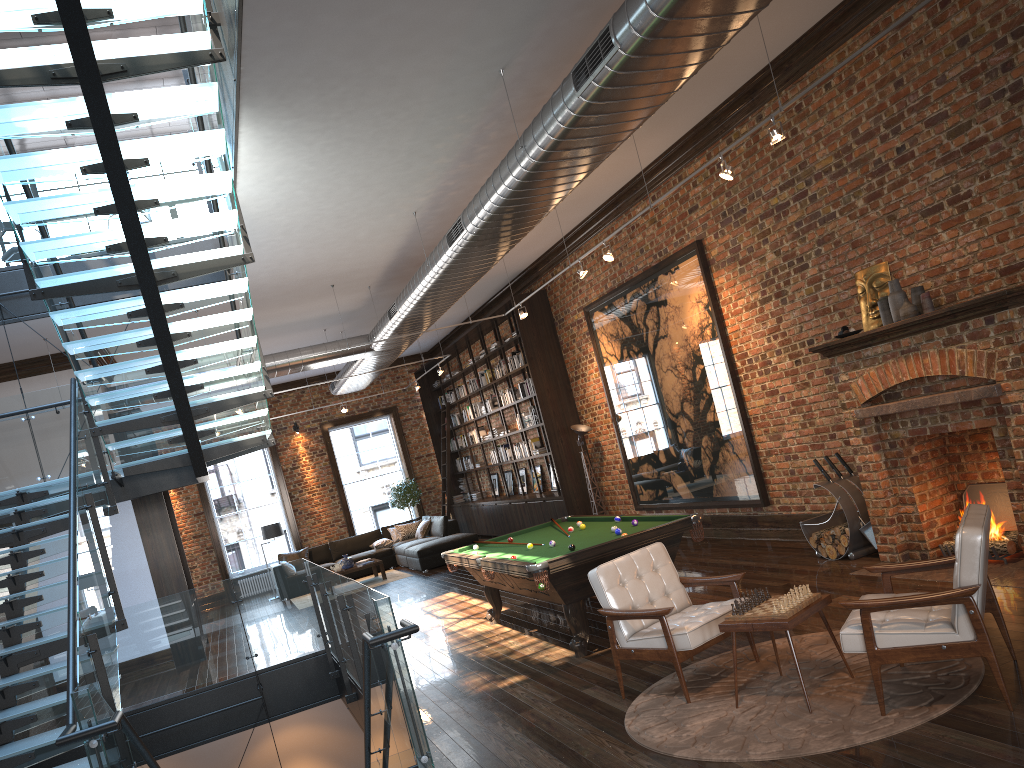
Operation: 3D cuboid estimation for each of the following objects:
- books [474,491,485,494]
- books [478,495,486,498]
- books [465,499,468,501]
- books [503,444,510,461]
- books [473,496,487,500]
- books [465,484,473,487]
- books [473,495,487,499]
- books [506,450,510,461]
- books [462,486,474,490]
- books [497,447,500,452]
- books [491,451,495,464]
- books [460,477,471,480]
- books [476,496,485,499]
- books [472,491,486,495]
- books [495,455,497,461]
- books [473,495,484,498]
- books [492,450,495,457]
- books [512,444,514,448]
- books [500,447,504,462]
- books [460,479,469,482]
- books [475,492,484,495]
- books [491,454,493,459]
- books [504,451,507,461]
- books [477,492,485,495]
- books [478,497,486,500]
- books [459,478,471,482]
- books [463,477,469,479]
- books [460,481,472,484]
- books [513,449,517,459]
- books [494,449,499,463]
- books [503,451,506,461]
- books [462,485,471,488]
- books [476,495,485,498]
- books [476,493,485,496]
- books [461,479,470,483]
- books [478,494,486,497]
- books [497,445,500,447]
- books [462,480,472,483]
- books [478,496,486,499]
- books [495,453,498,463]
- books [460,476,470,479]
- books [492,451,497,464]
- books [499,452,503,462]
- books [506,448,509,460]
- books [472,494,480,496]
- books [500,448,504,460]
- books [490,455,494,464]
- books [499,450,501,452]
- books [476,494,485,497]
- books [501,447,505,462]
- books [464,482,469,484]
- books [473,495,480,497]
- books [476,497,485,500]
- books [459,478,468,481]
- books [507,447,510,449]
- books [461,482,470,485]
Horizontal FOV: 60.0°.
[{"bbox_3d":[-0.749,2.434,19.830,0.225,0.007,0.372,-13,-4,-17],"label":"books"},{"bbox_3d":[-0.725,2.523,19.831,0.227,0.008,0.332,-13,-4,-17],"label":"books"},{"bbox_3d":[-0.972,2.681,20.712,0.197,0.035,0.219,-14,-4,-16],"label":"books"},{"bbox_3d":[-0.047,1.322,17.222,0.185,0.317,0.015,-15,1,-18],"label":"books"},{"bbox_3d":[-0.714,2.552,19.832,0.225,0.007,0.371,-13,-4,-18],"label":"books"},{"bbox_3d":[-1.045,2.380,20.705,0.189,0.009,0.359,-13,-4,-17],"label":"books"},{"bbox_3d":[-0.727,2.531,19.830,0.225,0.007,0.373,-13,-4,-22],"label":"books"},{"bbox_3d":[0.004,1.360,17.138,0.190,0.205,0.025,-14,1,-18],"label":"books"},{"bbox_3d":[-1.028,2.429,20.707,0.187,0.012,0.324,-13,-4,-20],"label":"books"},{"bbox_3d":[-0.194,1.400,17.733,0.169,0.311,0.039,-15,1,-19],"label":"books"},{"bbox_3d":[-0.314,1.475,18.075,0.179,0.275,0.014,-14,1,-18],"label":"books"},{"bbox_3d":[-1.083,2.205,20.705,0.179,0.012,0.309,-13,-4,-20],"label":"books"},{"bbox_3d":[-0.719,2.537,19.832,0.227,0.008,0.331,-13,-4,-20],"label":"books"},{"bbox_3d":[-0.756,2.444,19.827,0.225,0.007,0.375,-13,-4,-25],"label":"books"},{"bbox_3d":[-0.242,1.494,17.928,0.170,0.180,0.028,-14,0,-19],"label":"books"},{"bbox_3d":[-0.726,2.508,19.832,0.225,0.007,0.371,-13,-4,-18],"label":"books"},{"bbox_3d":[-0.287,1.464,18.032,0.180,0.276,0.084,-14,0,-19],"label":"books"},{"bbox_3d":[0.084,1.282,16.894,0.131,0.291,0.016,-15,1,-18],"label":"books"},{"bbox_3d":[-0.135,1.382,17.577,0.154,0.294,0.030,-15,1,-19],"label":"books"},{"bbox_3d":[-1.105,2.250,20.695,0.249,0.006,0.273,-13,-4,-20],"label":"books"},{"bbox_3d":[-0.739,2.447,19.833,0.227,0.008,0.330,-13,-4,-19],"label":"books"},{"bbox_3d":[-0.319,1.491,18.130,0.176,0.253,0.071,-14,0,-19],"label":"books"},{"bbox_3d":[-0.052,1.359,17.252,0.185,0.251,0.051,-14,0,-19],"label":"books"},{"bbox_3d":[-0.743,2.456,19.831,0.227,0.008,0.332,-13,-4,-17],"label":"books"},{"bbox_3d":[-0.719,2.568,19.829,0.227,0.008,0.334,-13,-4,-23],"label":"books"},{"bbox_3d":[-1.096,2.234,20.699,0.205,0.022,0.249,-13,-4,-24],"label":"books"},{"bbox_3d":[-1.088,2.194,20.704,0.177,0.013,0.359,-13,-4,-17],"label":"books"},{"bbox_3d":[-1.070,2.296,20.703,0.202,0.020,0.319,-13,-4,-18],"label":"books"},{"bbox_3d":[0.122,1.312,16.807,0.157,0.201,0.028,-14,1,-19],"label":"books"},{"bbox_3d":[-0.231,1.421,17.820,0.183,0.301,0.016,-14,1,-18],"label":"books"},{"bbox_3d":[-0.066,1.392,17.326,0.178,0.206,0.012,-14,1,-18],"label":"books"},{"bbox_3d":[-1.040,2.386,20.706,0.163,0.006,0.355,-13,-4,-25],"label":"books"},{"bbox_3d":[-0.727,2.516,19.831,0.227,0.008,0.332,-13,-4,-21],"label":"books"},{"bbox_3d":[-0.736,2.471,19.832,0.225,0.007,0.372,-13,-4,-20],"label":"books"},{"bbox_3d":[-1.079,2.262,20.703,0.183,0.030,0.266,-14,-4,-14],"label":"books"},{"bbox_3d":[-0.728,2.501,19.832,0.227,0.008,0.331,-13,-4,-18],"label":"books"},{"bbox_3d":[-0.206,1.391,17.757,0.143,0.337,0.013,-15,1,-18],"label":"books"},{"bbox_3d":[-1.079,2.283,20.701,0.206,0.009,0.347,-13,-4,-21],"label":"books"},{"bbox_3d":[-0.714,2.544,19.833,0.227,0.008,0.330,-13,-4,-19],"label":"books"},{"bbox_3d":[-0.233,1.446,17.841,0.182,0.256,0.030,-14,1,-18],"label":"books"},{"bbox_3d":[-1.111,2.187,20.697,0.207,0.010,0.353,-14,-4,-15],"label":"books"},{"bbox_3d":[-0.276,1.463,17.948,0.188,0.260,0.027,-14,1,-18],"label":"books"},{"bbox_3d":[-0.161,1.438,17.633,0.173,0.206,0.032,-14,0,-19],"label":"books"},{"bbox_3d":[-0.017,1.341,17.182,0.170,0.258,0.013,-14,1,-18],"label":"books"},{"bbox_3d":[-0.749,2.467,19.828,0.227,0.008,0.334,-14,-4,-14],"label":"books"},{"bbox_3d":[-0.110,1.372,17.463,0.183,0.285,0.015,-14,1,-18],"label":"books"},{"bbox_3d":[-0.344,1.533,18.226,0.177,0.205,0.068,-14,0,-19],"label":"books"},{"bbox_3d":[-0.152,1.413,17.662,0.149,0.255,0.013,-15,1,-18],"label":"books"},{"bbox_3d":[-0.736,2.495,19.830,0.225,0.007,0.373,-14,-4,-16],"label":"books"},{"bbox_3d":[-0.096,1.363,17.409,0.183,0.288,0.016,-14,1,-18],"label":"books"},{"bbox_3d":[-1.055,2.307,20.707,0.175,0.008,0.358,-13,-4,-20],"label":"books"},{"bbox_3d":[-0.738,2.487,19.830,0.227,0.008,0.333,-13,-4,-22],"label":"books"},{"bbox_3d":[-0.719,2.560,19.830,0.227,0.008,0.332,-14,-4,-16],"label":"books"},{"bbox_3d":[-1.116,2.223,20.693,0.238,0.007,0.321,-13,-4,-23],"label":"books"},{"bbox_3d":[0.016,1.327,17.090,0.175,0.256,0.014,-14,1,-18],"label":"books"},{"bbox_3d":[-1.070,2.318,20.701,0.208,0.007,0.309,-13,-4,-17],"label":"books"}]
